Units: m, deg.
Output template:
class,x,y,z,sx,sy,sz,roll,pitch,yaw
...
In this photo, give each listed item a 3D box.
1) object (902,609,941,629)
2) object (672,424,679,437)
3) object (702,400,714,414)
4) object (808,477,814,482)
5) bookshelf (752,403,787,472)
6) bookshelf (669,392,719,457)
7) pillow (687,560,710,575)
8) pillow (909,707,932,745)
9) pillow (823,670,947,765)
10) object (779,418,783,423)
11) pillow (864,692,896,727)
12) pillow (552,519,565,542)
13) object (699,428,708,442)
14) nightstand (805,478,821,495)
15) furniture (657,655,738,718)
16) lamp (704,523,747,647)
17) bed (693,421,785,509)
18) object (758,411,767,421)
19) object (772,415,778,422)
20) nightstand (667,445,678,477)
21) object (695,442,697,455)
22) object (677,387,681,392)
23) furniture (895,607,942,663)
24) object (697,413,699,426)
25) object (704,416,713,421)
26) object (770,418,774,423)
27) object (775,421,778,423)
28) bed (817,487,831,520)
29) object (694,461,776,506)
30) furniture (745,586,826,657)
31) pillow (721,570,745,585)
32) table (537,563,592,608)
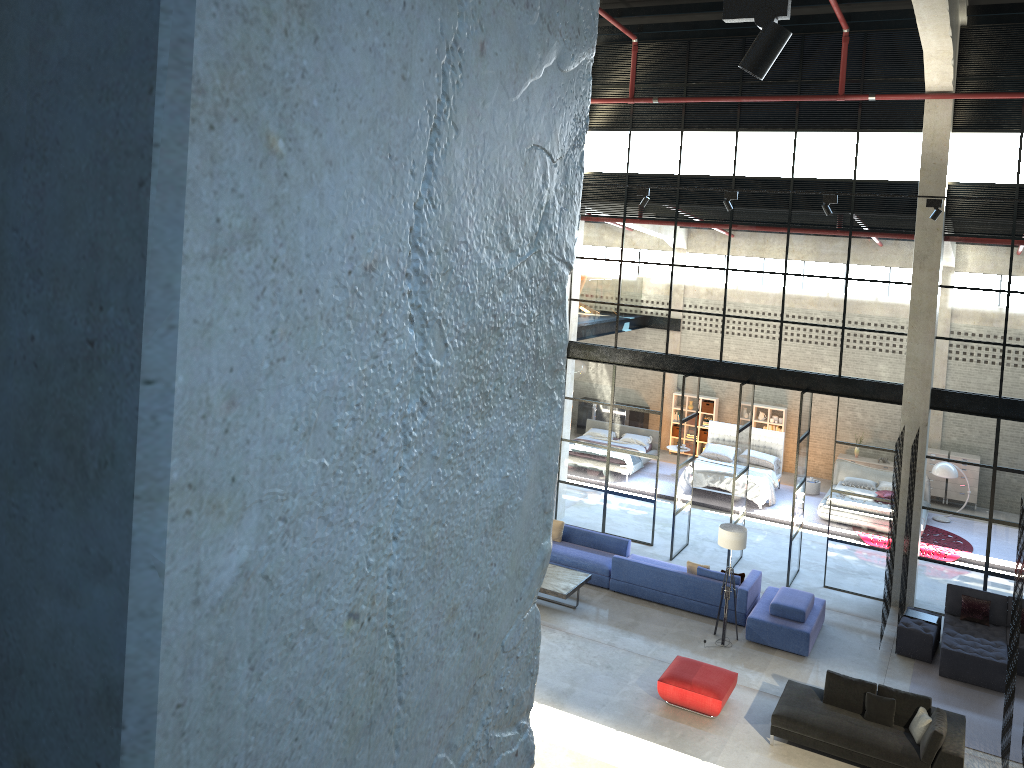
class,x,y,z,sx,sy,sz,roll,pitch,yaw
object,6.425,3.686,13.769,0.522,0.099,0.302,10,11,33
object,4.779,1.343,25.033,0.325,0.295,0.325,7,7,28
object,5.534,0.643,24.632,0.325,0.295,0.325,7,7,28
object,7.386,2.348,21.648,0.170,0.089,0.168,11,11,41
bookshelf,6.800,1.457,23.969,1.247,1.748,0.330,6,3,28
bookshelf,5.143,1.196,24.853,1.247,1.748,0.330,6,3,28
pillow,3.118,3.169,14.672,0.404,0.379,0.207,7,5,29
pillow,4.836,4.033,10.365,0.208,0.313,0.345,4,6,6
pillow,4.624,3.957,10.649,0.741,0.415,1.604,-1,11,-32
object,7.288,0.989,23.749,0.141,0.136,0.143,-2,8,-44
pillow,4.482,3.959,10.685,0.345,0.306,0.188,7,5,26
pillow,0.764,2.721,16.353,0.404,0.379,0.207,7,5,29
object,5.472,1.450,24.659,0.325,0.295,0.325,7,7,28
nightstand,7.324,2.525,21.710,0.582,0.297,0.483,7,8,24
furniture,2.472,4.016,11.665,0.860,0.374,0.860,8,10,28
lamp,3.283,3.086,13.375,0.431,1.734,0.670,5,3,25
bed,5.361,1.918,21.299,2.232,1.408,2.331,8,9,27
object,6.821,0.876,23.904,0.165,0.249,0.167,2,4,-17
object,7.142,0.949,23.827,0.174,0.168,0.176,3,6,-4
nightstand,4.236,1.992,22.465,0.601,0.696,0.608,4,5,0
object,5.098,1.806,24.859,0.325,0.295,0.325,7,7,28
object,4.823,0.162,25.178,0.235,0.150,0.053,7,4,26
furniture,6.335,3.884,13.656,0.513,0.452,0.964,8,9,33
object,5.158,0.987,24.831,0.325,0.295,0.325,7,7,28
object,5.537,0.989,24.655,0.261,0.133,0.058,8,5,28
object,7.035,0.988,23.730,0.116,0.112,0.116,7,7,30
object,7.131,1.028,23.678,0.065,0.063,0.066,2,6,-14
bed,8.303,2.562,20.058,2.256,0.918,2.571,8,10,28
object,5.120,2.315,20.881,2.297,0.655,0.655,9,8,31
furniture,4.360,3.626,13.900,0.955,0.550,1.547,8,10,28
pillow,3.618,3.245,14.450,0.399,0.369,0.261,4,4,7
table,0.177,3.314,14.764,2.077,0.396,1.033,9,10,28
